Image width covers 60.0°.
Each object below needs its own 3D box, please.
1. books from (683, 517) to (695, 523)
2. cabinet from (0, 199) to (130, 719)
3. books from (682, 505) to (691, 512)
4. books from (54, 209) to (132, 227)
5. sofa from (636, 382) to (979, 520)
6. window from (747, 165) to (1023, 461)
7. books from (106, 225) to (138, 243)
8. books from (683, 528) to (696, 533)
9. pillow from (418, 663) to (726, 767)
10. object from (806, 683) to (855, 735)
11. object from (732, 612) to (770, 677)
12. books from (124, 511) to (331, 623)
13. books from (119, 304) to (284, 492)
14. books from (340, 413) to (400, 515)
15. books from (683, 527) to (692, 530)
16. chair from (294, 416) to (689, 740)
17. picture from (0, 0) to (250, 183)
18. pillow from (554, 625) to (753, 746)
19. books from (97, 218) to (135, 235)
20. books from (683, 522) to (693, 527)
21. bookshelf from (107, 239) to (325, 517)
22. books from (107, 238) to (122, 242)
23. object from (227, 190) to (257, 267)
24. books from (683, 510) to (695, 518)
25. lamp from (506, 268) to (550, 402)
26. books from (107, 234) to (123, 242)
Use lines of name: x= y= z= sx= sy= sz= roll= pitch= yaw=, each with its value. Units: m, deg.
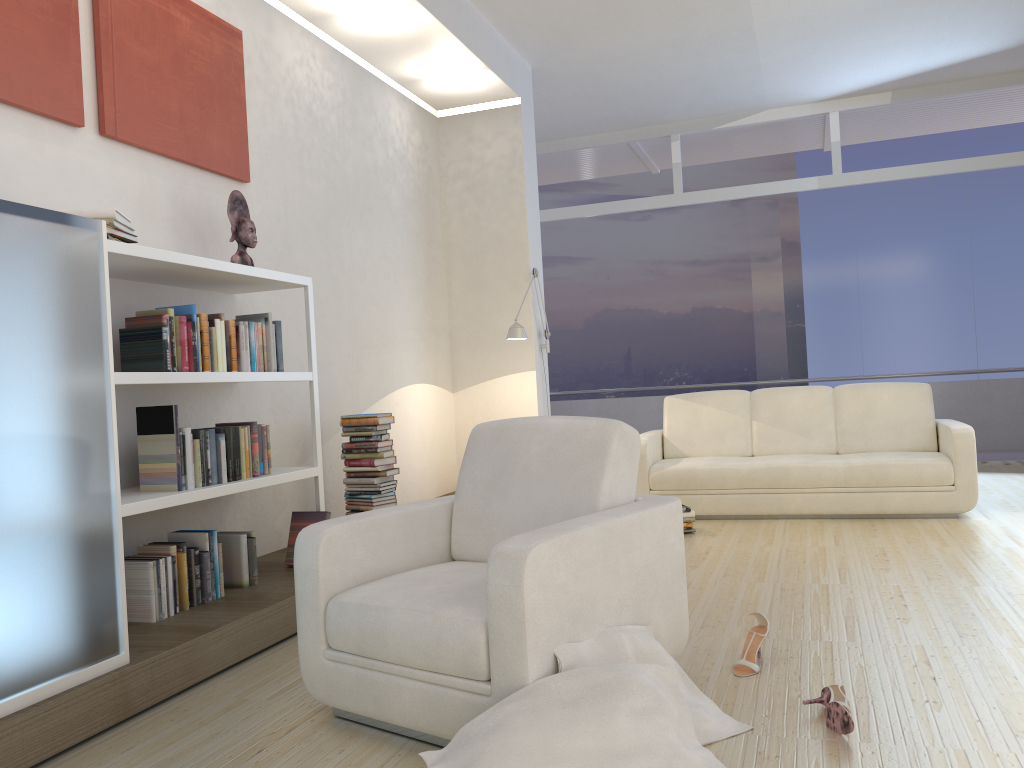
books: x=0.960 y=0.852 z=5.597 sx=0.328 sy=0.027 sz=0.247 roll=-3 pitch=0 yaw=-6
cabinet: x=-1.834 y=0.212 z=2.112 sx=0.689 sy=1.396 sz=1.670 roll=-3 pitch=0 yaw=19
books: x=0.950 y=0.788 z=5.596 sx=0.287 sy=0.025 sz=0.247 roll=-3 pitch=0 yaw=-8
books: x=-1.603 y=-0.604 z=3.278 sx=0.319 sy=0.038 sz=0.247 roll=-3 pitch=0 yaw=-10
sofa: x=1.976 y=0.452 z=6.221 sx=2.166 sy=0.862 sz=0.941 roll=-3 pitch=0 yaw=19
window: x=3.853 y=-0.604 z=8.442 sx=2.988 sy=2.706 sz=0.012 roll=-3 pitch=0 yaw=19
books: x=-1.580 y=-0.544 z=3.276 sx=0.287 sy=0.025 sz=0.247 roll=-3 pitch=0 yaw=3
books: x=0.963 y=0.919 z=5.596 sx=0.328 sy=0.018 sz=0.247 roll=-3 pitch=0 yaw=-6
pillow: x=0.160 y=0.850 z=2.071 sx=0.712 sy=0.287 sz=0.299 roll=-3 pitch=0 yaw=-19
object: x=0.869 y=0.888 z=2.440 sx=0.121 sy=0.091 sz=0.287 roll=-3 pitch=0 yaw=17
object: x=0.792 y=0.858 z=2.945 sx=0.089 sy=0.149 sz=0.265 roll=-3 pitch=0 yaw=32
books: x=-1.220 y=0.746 z=3.842 sx=0.274 sy=0.281 sz=1.125 roll=-3 pitch=0 yaw=26
books: x=-1.285 y=0.049 z=3.823 sx=0.215 sy=0.743 sz=0.831 roll=-3 pitch=0 yaw=19
books: x=-0.800 y=0.520 z=5.098 sx=0.329 sy=0.694 sz=0.270 roll=-3 pitch=0 yaw=19
books: x=0.956 y=0.901 z=5.596 sx=0.287 sy=0.018 sz=0.247 roll=-3 pitch=0 yaw=-8
chair: x=-0.040 y=0.530 z=2.811 sx=0.919 sy=0.828 sz=0.941 roll=-3 pitch=0 yaw=39
picture: x=-1.920 y=-1.426 z=3.111 sx=0.030 sy=0.794 sz=3.227 roll=-3 pitch=0 yaw=19
pillow: x=0.323 y=0.808 z=2.311 sx=0.615 sy=0.315 sz=0.312 roll=-3 pitch=0 yaw=-44
books: x=-1.601 y=-0.571 z=3.277 sx=0.328 sy=0.027 sz=0.247 roll=-3 pitch=0 yaw=-6
books: x=0.980 y=0.879 z=5.595 sx=0.287 sy=0.025 sz=0.247 roll=-3 pitch=0 yaw=3
bookshelf: x=-1.420 y=0.196 z=3.678 sx=0.465 sy=1.396 sz=1.599 roll=-3 pitch=0 yaw=19
books: x=-1.597 y=-0.504 z=3.277 sx=0.328 sy=0.018 sz=0.247 roll=-3 pitch=0 yaw=-6
object: x=-1.280 y=-0.713 z=4.193 sx=0.133 sy=0.409 sz=0.138 roll=-3 pitch=0 yaw=-25
books: x=0.958 y=0.819 z=5.597 sx=0.319 sy=0.038 sz=0.247 roll=-3 pitch=0 yaw=-10
lamp: x=0.123 y=0.023 z=6.714 sx=0.204 sy=1.841 sz=0.891 roll=-3 pitch=0 yaw=14
books: x=-1.604 y=-0.522 z=3.276 sx=0.287 sy=0.018 sz=0.247 roll=-3 pitch=0 yaw=-8
